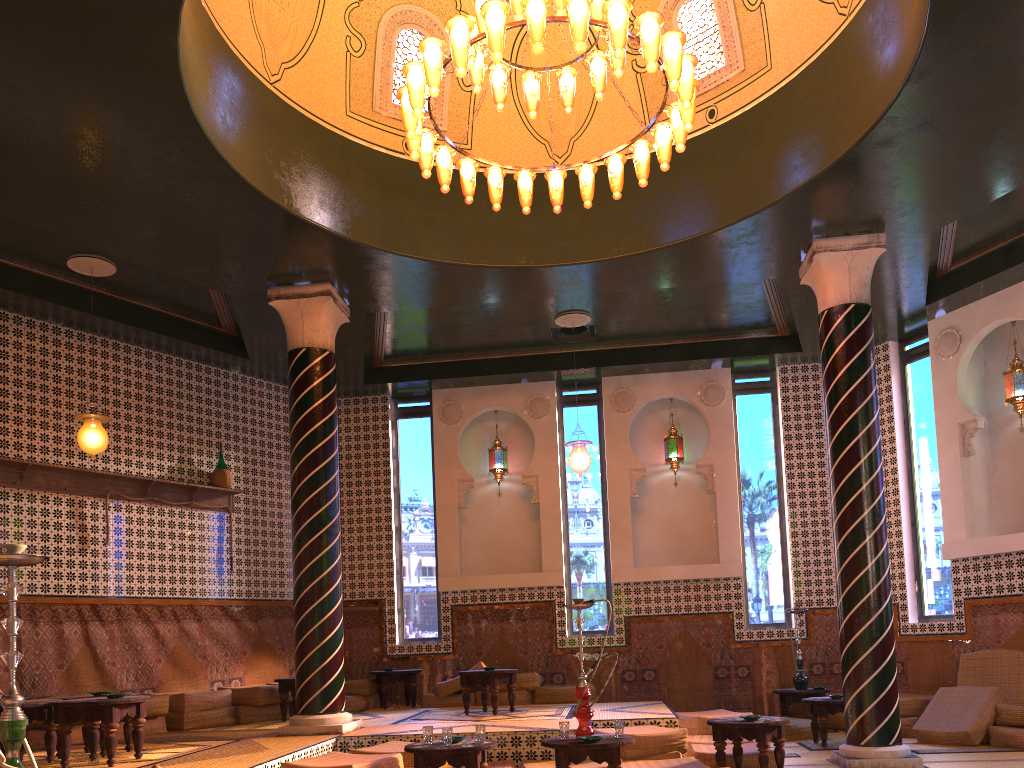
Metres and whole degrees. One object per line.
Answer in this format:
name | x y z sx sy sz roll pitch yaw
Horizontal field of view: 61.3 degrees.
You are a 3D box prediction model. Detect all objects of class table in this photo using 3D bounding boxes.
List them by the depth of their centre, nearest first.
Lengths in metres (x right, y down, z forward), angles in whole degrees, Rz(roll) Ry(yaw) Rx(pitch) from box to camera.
table | 0.686 3.446 7.653 0.842 0.576 0.866 5 -15 -29
table | -0.536 3.521 7.731 0.837 0.576 0.871 -2 -13 -3
table | -3.772 3.194 7.938 0.850 0.576 0.859 10 -18 -43
table | -4.604 3.233 7.953 0.850 0.576 0.859 10 -18 -43
table | -4.191 3.435 8.682 0.850 0.576 0.859 10 -18 -43
table | 2.447 3.752 8.881 0.856 0.576 0.852 -13 -17 40
table | 4.190 4.359 11.140 0.842 0.576 0.866 5 -15 -29
table | -0.317 4.241 11.884 0.843 0.576 0.865 -6 -13 17
table | -2.897 4.420 12.114 0.841 0.576 0.868 -5 -13 11
table | 4.398 4.927 13.067 0.842 0.576 0.866 -6 -13 15
table | -1.858 4.905 13.872 0.846 0.576 0.862 -8 -14 23

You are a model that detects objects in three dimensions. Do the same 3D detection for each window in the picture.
window | 0.318 -4.257 7.417 5.876 1.137 5.594 -16 -21 40
window | 6.143 1.485 12.636 0.091 3.930 0.789 -1 -5 -24
window | 4.068 2.029 14.158 0.775 3.930 0.092 -3 -4 6
window | 1.230 2.239 14.469 0.775 3.930 0.092 -3 -4 6
window | -1.609 2.450 14.779 0.775 3.930 0.092 -3 -4 6

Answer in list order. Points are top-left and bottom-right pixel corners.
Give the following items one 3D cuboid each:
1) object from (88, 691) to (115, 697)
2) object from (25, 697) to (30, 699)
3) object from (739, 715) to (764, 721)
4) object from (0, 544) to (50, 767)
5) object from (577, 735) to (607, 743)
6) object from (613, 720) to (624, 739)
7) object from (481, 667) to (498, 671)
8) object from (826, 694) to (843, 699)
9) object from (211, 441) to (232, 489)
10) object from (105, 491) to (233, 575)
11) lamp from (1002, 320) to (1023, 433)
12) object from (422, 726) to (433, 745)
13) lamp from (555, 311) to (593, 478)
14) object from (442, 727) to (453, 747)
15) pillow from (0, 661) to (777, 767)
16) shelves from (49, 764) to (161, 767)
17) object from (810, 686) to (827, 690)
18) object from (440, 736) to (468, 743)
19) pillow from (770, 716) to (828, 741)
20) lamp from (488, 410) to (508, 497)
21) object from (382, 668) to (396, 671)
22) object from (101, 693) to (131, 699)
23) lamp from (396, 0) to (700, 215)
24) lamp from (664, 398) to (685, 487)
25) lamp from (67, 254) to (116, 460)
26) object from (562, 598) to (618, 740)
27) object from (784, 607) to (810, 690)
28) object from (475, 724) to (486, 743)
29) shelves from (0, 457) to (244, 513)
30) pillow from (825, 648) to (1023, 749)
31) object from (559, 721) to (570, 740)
object | -4.097 3.095 8.617 0.250 0.044 0.261 0 -17 -9
object | -4.570 2.907 7.927 0.253 0.044 0.258 10 -21 -37
object | 2.444 3.410 8.810 0.250 0.044 0.261 0 -17 -9
object | -2.328 1.358 3.907 0.464 1.232 0.303 -4 -5 14
object | 0.690 3.065 7.445 0.253 0.044 0.258 10 -21 -37
object | 0.945 3.052 7.630 0.092 0.160 0.094 0 -8 -16
object | -0.306 3.926 11.899 0.252 0.044 0.259 -9 -17 20
object | 4.175 4.025 11.104 0.252 0.044 0.259 -9 -17 20
object | -4.306 1.206 12.792 0.302 0.709 0.307 3 -8 -42
object | -4.778 2.128 12.163 0.061 1.023 2.023 -5 -13 35
lamp | 6.699 -0.109 11.438 0.360 1.537 0.331 -1 -5 -21
object | -0.757 3.169 7.785 0.092 0.160 0.094 3 -9 -36
lamp | 0.918 0.193 12.250 0.519 2.278 0.529 -2 -5 -5
object | -0.565 3.095 7.565 0.092 0.160 0.094 0 -8 -16
pillow | -2.103 3.856 9.541 10.047 1.238 10.310 -4 -17 6
shelves | -2.225 2.513 4.031 0.747 1.263 1.224 -3 -10 7
object | 4.591 4.549 12.903 0.252 0.044 0.259 -9 -17 20
object | -0.525 3.233 7.835 0.253 0.044 0.258 10 -21 -37
pillow | 3.858 4.917 12.279 0.977 0.272 0.984 4 -17 -22
lamp | -0.243 1.171 14.740 0.328 1.537 0.363 -6 -6 39
object | -1.968 4.555 13.764 0.252 0.044 0.259 -9 -17 20
object | -3.644 2.874 7.947 0.252 0.044 0.259 -9 -17 20
lamp | 0.213 -4.232 7.295 2.479 4.524 2.527 -4 -7 14
lamp | 2.702 0.959 14.439 0.365 1.537 0.326 -6 -6 39
lamp | -4.833 -0.261 9.953 0.519 2.278 0.529 -2 -5 -5
object | 0.700 2.535 7.699 0.466 1.231 0.304 -5 -5 22
object | 4.319 4.016 13.103 0.305 1.232 0.466 -7 -7 42
object | -0.280 3.134 7.733 0.092 0.160 0.094 0 -8 -16
shelves | -5.444 1.274 11.209 0.259 0.334 4.579 -8 -17 35
pillow | 6.038 3.926 10.796 1.408 1.164 5.964 3 -17 -24
object | 0.469 3.087 7.682 0.092 0.160 0.094 -3 -7 8
